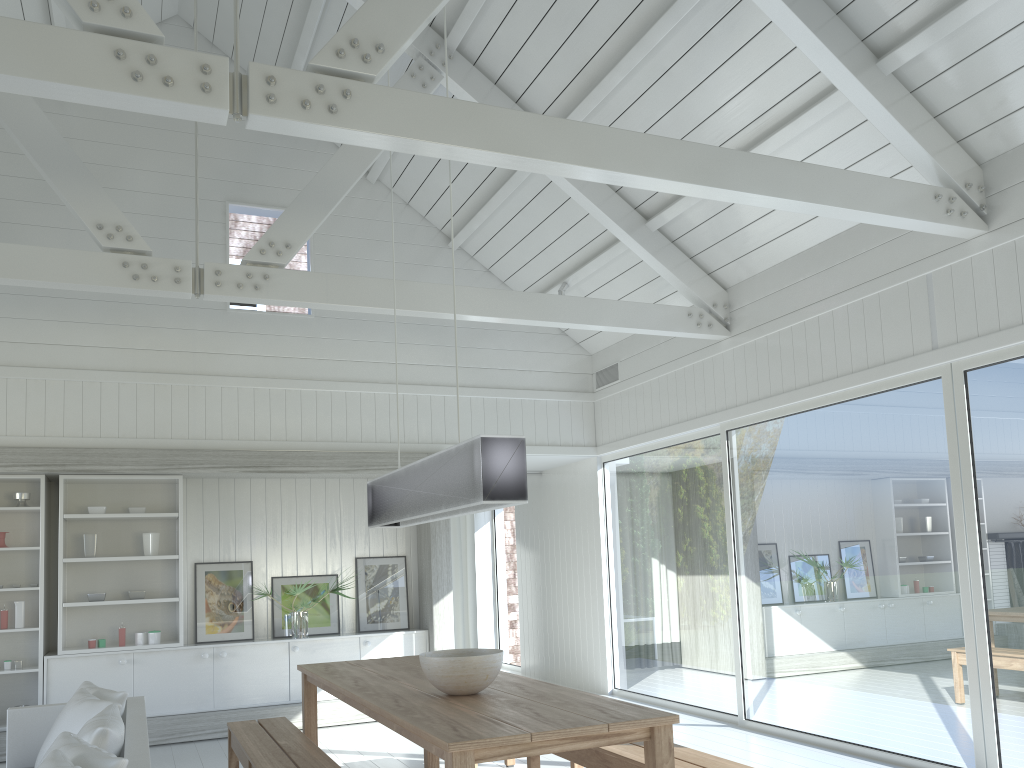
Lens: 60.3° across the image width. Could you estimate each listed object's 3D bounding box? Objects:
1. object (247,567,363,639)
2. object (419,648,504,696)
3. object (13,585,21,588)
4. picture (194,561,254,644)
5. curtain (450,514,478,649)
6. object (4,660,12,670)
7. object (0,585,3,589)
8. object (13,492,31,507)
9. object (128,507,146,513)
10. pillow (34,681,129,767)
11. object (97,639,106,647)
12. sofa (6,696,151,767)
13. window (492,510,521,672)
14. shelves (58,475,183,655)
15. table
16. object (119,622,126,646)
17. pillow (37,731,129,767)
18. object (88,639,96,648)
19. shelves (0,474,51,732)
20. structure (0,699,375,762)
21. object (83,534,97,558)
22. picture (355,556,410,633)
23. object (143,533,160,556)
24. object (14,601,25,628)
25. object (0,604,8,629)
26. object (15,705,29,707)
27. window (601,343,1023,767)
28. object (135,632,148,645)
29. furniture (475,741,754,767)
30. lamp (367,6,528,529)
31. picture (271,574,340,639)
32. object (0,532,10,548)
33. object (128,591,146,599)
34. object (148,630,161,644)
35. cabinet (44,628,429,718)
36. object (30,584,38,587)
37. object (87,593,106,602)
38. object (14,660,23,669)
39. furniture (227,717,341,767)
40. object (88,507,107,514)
[{"bbox_3d":[-1.813,1.932,7.795,0.972,0.622,0.629,2,-10,-26],"label":"object"},{"bbox_3d":[-0.228,1.328,4.050,0.390,0.183,0.394,4,-12,-32],"label":"object"},{"bbox_3d":[-4.003,1.636,7.128,0.054,0.025,0.055,2,-11,-23],"label":"object"},{"bbox_3d":[-2.542,1.926,7.796,0.495,0.696,0.066,1,-6,-23],"label":"picture"},{"bbox_3d":[-0.845,2.124,9.655,1.006,2.345,0.118,0,-6,-23],"label":"curtain"},{"bbox_3d":[-4.013,2.234,7.017,0.054,0.070,0.055,1,-9,-24],"label":"object"},{"bbox_3d":[-4.091,1.620,7.031,0.054,0.025,0.055,2,-11,-23],"label":"object"},{"bbox_3d":[-3.975,0.946,7.145,0.161,0.123,0.163,-4,-10,9],"label":"object"},{"bbox_3d":[-3.243,1.107,7.627,0.141,0.065,0.143,2,-11,-23],"label":"object"},{"bbox_3d":[-2.218,1.888,4.608,0.463,0.472,2.081,3,-12,-30],"label":"pillow"},{"bbox_3d":[-3.401,2.147,7.302,0.058,0.060,0.058,-10,-12,43],"label":"object"},{"bbox_3d":[-3.184,1.750,3.183,3.479,0.729,4.188,3,-12,-23],"label":"sofa"},{"bbox_3d":[-0.044,2.476,11.406,0.038,2.402,0.956,0,-7,-23],"label":"window"},{"bbox_3d":[-3.330,1.529,7.542,0.939,1.428,0.612,1,-7,-23],"label":"shelves"},{"bbox_3d":[-0.358,1.883,4.400,0.906,0.754,2.987,2,-12,-23],"label":"table"},{"bbox_3d":[-3.255,2.085,7.361,0.054,0.194,0.055,0,-7,-24],"label":"object"},{"bbox_3d":[-1.601,1.548,3.072,0.467,0.472,1.333,3,-12,-31],"label":"pillow"},{"bbox_3d":[-3.455,2.133,7.251,0.054,0.070,0.055,5,-11,-44],"label":"object"},{"bbox_3d":[-4.094,1.764,7.183,0.541,1.979,0.611,0,-7,-23],"label":"shelves"},{"bbox_3d":[-3.899,2.846,7.456,6.354,0.342,1.907,3,-12,-23],"label":"structure"},{"bbox_3d":[-3.506,1.349,7.328,0.102,0.194,0.104,1,-7,-23],"label":"object"},{"bbox_3d":[-1.227,1.989,8.360,0.495,0.696,0.066,1,-6,-23],"label":"picture"},{"bbox_3d":[-3.075,1.370,7.513,0.103,0.194,0.103,-5,-7,21],"label":"object"},{"bbox_3d":[-3.955,1.852,7.081,0.072,0.209,0.072,0,-7,-24],"label":"object"},{"bbox_3d":[-4.054,1.855,7.040,0.054,0.194,0.055,0,-7,-24],"label":"object"},{"bbox_3d":[-3.901,2.628,7.015,0.137,0.129,0.138,-5,-9,19],"label":"object"},{"bbox_3d":[3.084,0.842,4.045,0.080,2.392,11.072,0,-11,-23],"label":"window"},{"bbox_3d":[-3.125,2.150,7.452,0.091,0.094,0.091,-4,-9,10],"label":"object"},{"bbox_3d":[0.362,2.060,4.687,0.340,0.465,2.716,1,-12,-23],"label":"furniture"},{"bbox_3d":[-0.483,-1.408,4.660,0.200,4.197,1.928,0,-7,-23],"label":"lamp"},{"bbox_3d":[-1.887,2.033,8.080,0.609,0.547,0.054,2,-7,-23],"label":"picture"},{"bbox_3d":[-4.100,1.257,7.084,0.137,0.129,0.138,-5,-9,19],"label":"object"},{"bbox_3d":[-3.215,1.810,7.560,0.141,0.065,0.143,2,-11,-23],"label":"object"},{"bbox_3d":[-3.012,2.132,7.428,0.085,0.110,0.086,-4,-8,12],"label":"object"},{"bbox_3d":[-2.339,2.554,7.830,3.184,0.545,0.661,3,-10,-23],"label":"cabinet"},{"bbox_3d":[-3.916,1.653,7.224,0.054,0.025,0.055,2,-11,-23],"label":"object"},{"bbox_3d":[-3.443,1.768,7.308,0.141,0.065,0.143,2,-11,-23],"label":"object"},{"bbox_3d":[-3.944,2.242,7.044,0.058,0.060,0.058,1,-9,-24],"label":"object"},{"bbox_3d":[-1.015,1.994,4.096,0.340,0.465,2.716,1,-12,-23],"label":"furniture"},{"bbox_3d":[-3.471,1.065,7.376,0.141,0.065,0.143,2,-11,-23],"label":"object"}]
